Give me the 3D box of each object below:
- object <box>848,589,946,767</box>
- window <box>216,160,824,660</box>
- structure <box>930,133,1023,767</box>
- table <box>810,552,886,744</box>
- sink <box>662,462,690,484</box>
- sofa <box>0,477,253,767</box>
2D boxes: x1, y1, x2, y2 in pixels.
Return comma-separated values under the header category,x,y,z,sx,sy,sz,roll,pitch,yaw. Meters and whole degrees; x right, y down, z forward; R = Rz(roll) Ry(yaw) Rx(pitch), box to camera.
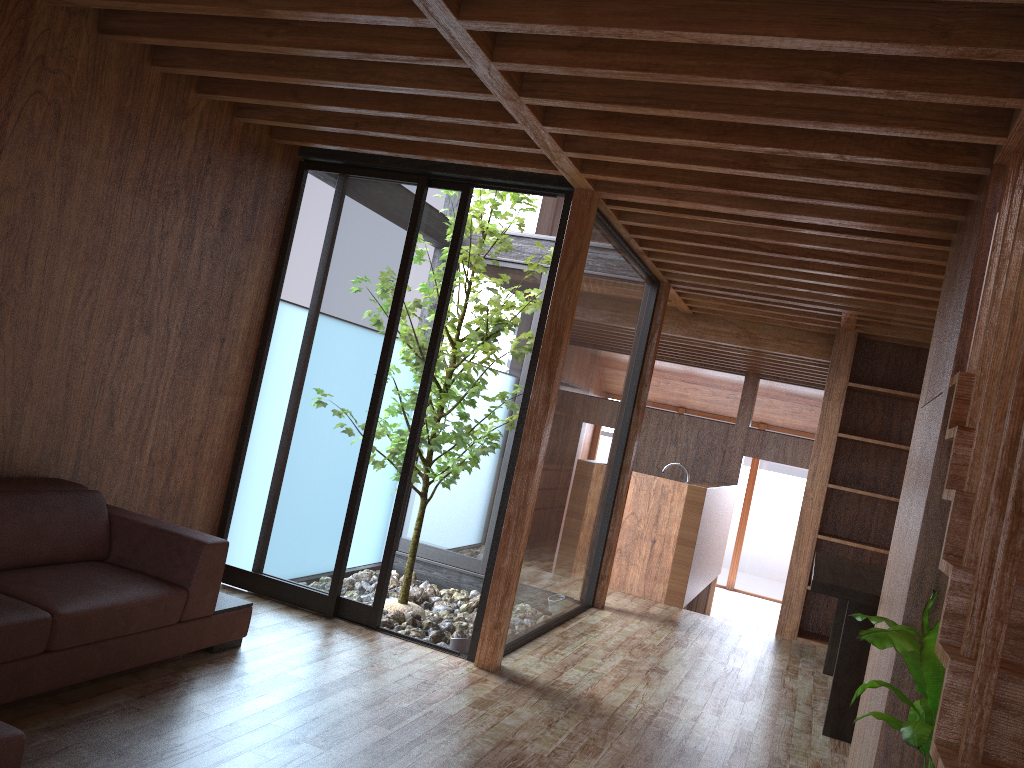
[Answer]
category,x,y,z,sx,sy,sz,roll,pitch,yaw
object,1.164,1.019,2.361,0.672,1.031,0.634,12,-2,9
window,0.900,-0.644,4.688,4.082,5.131,14.042,11,-2,20
structure,1.280,0.368,1.521,0.825,2.298,2.461,11,-2,20
table,1.944,1.421,4.851,0.696,0.716,1.681,11,-2,20
sink,1.503,0.917,8.087,0.555,0.423,2.471,11,-2,20
sofa,-1.395,0.621,2.545,1.690,0.760,2.518,11,-2,20
